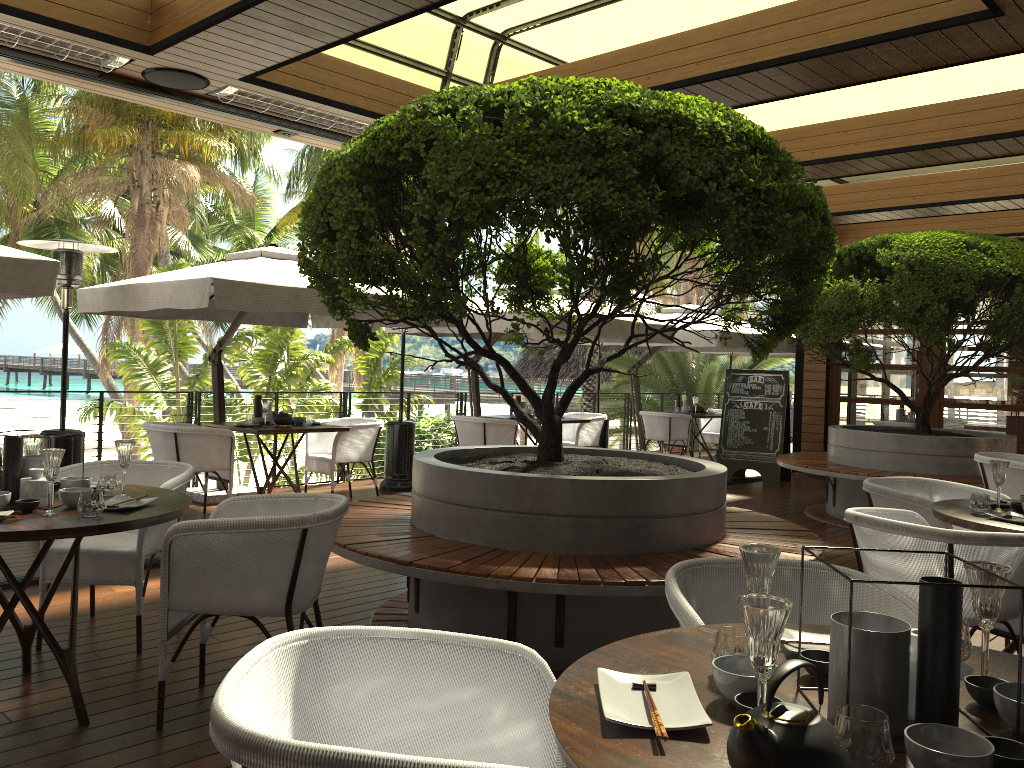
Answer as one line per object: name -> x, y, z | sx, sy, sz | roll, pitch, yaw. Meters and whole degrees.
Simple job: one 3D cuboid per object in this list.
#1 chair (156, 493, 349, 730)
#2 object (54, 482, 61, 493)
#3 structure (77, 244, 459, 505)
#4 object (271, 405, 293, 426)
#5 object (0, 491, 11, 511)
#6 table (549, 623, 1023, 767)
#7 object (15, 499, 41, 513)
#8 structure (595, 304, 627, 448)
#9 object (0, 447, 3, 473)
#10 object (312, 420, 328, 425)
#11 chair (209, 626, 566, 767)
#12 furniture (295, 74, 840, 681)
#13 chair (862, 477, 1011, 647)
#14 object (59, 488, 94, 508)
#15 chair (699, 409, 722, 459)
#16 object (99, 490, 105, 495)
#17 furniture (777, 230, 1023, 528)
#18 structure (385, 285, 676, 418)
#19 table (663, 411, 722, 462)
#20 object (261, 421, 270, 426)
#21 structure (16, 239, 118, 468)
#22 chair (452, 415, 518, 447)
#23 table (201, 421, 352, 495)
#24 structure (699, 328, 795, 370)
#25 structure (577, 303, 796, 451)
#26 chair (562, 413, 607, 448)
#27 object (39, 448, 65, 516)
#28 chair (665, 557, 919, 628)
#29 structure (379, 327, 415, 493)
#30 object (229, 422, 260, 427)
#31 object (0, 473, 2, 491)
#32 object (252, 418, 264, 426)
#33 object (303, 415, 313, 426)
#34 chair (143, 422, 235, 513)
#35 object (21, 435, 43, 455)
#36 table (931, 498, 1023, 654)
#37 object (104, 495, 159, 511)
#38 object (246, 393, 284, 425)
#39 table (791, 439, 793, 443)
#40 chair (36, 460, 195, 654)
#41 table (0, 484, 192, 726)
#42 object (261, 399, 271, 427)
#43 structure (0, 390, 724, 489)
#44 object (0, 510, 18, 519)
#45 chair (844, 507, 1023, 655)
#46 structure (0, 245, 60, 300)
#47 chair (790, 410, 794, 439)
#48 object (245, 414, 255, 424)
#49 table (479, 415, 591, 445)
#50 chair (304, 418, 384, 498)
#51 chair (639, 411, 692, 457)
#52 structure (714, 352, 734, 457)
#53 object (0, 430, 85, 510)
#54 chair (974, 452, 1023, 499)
chair -> -0.950, 0.833, 3.364 | 0.617, 0.788, 0.627 | 2, 0, -1
object -> -1.864, 0.421, 3.582 | 0.080, 0.042, 0.080 | 2, 1, -2
structure -> -2.124, -0.059, 7.770 | 2.414, 2.332, 2.413 | 2, 1, 43
object -> -1.975, 0.271, 7.658 | 0.168, 0.179, 0.163 | 1, 1, -45
object -> -1.837, 0.419, 3.132 | 0.116, 0.065, 0.116 | 2, 1, 26
table -> 0.632, 0.940, 1.476 | 1.165, 0.749, 1.166 | 1, 1, -44
object -> -1.717, 0.434, 3.145 | 0.080, 0.042, 0.080 | 2, 1, -2
structure -> 1.138, 0.042, 11.656 | 0.699, 2.192, 0.699 | 2, 0, 31
object -> -2.089, 0.344, 3.598 | 0.163, 0.179, 0.168 | 2, 1, 3
object -> -1.812, 0.348, 7.999 | 0.295, 0.025, 0.170 | 3, 1, 43
chair -> -0.198, 0.893, 1.550 | 0.617, 0.788, 0.627 | 2, 0, -1
furniture -> 0.252, -0.095, 4.582 | 2.617, 2.722, 2.694 | 2, 1, 34
chair -> 2.183, 0.915, 4.624 | 0.627, 0.788, 0.617 | 2, 0, -26
object -> -1.613, 0.424, 3.280 | 0.116, 0.065, 0.116 | 2, 1, 3
chair -> 3.155, 0.785, 13.230 | 0.627, 0.788, 0.616 | 2, 1, 44
object -> -1.609, 0.433, 3.407 | 0.080, 0.042, 0.080 | 2, 1, 33
furniture -> 3.860, -0.044, 8.301 | 2.569, 2.722, 2.719 | 2, 1, 8
structure -> 0.194, -0.027, 10.225 | 2.414, 2.332, 2.413 | 2, 1, 43
table -> 2.581, 0.795, 12.666 | 0.932, 0.749, 0.931 | 3, 1, 43
object -> -2.093, 0.339, 7.527 | 0.080, 0.042, 0.080 | 2, 1, 5
structure -> -3.440, -0.021, 6.808 | 0.699, 2.192, 0.699 | 2, 0, 31
chair -> -0.324, 0.737, 9.582 | 0.627, 0.788, 0.616 | 2, 1, 44
table -> -2.068, 0.731, 7.743 | 0.932, 0.749, 0.931 | 3, 1, 43
structure -> 4.829, 0.036, 15.134 | 2.414, 2.332, 2.413 | 2, 1, 43
structure -> 2.511, 0.004, 12.679 | 2.414, 2.332, 2.413 | 2, 1, 43
chair -> 0.800, 0.753, 10.737 | 0.627, 0.788, 0.616 | 2, 1, 44
object -> -1.614, 0.343, 3.105 | 0.082, 0.227, 0.082 | 2, 0, -11
chair -> 0.706, 0.909, 2.307 | 0.627, 0.788, 0.617 | 2, 0, -1
structure -> -1.147, 0.010, 9.236 | 0.699, 2.192, 0.699 | 2, 0, 31
object -> -2.239, 0.344, 7.447 | 0.295, 0.025, 0.170 | 3, 1, 43
object -> -2.013, 0.396, 3.468 | 0.086, 0.086, 0.086 | 2, 1, -36
object -> -2.165, 0.324, 7.594 | 0.116, 0.065, 0.116 | 3, 1, 42
object -> -1.792, 0.322, 7.788 | 0.086, 0.086, 0.086 | 1, 1, -42
chair -> -2.629, 0.705, 7.141 | 0.627, 0.788, 0.616 | 2, 1, 44
object -> -1.953, 0.322, 3.601 | 0.082, 0.227, 0.082 | 2, 0, -11
table -> 2.442, 0.957, 3.833 | 1.166, 0.749, 1.166 | 2, 1, 23
object -> -1.455, 0.448, 3.343 | 0.170, 0.025, 0.294 | 2, 1, 4
object -> -2.191, 0.219, 7.866 | 0.263, 0.264, 0.263 | 2, 1, -2
table -> 4.905, 0.827, 15.128 | 0.932, 0.749, 0.931 | 3, 1, 43
chair -> -1.863, 0.786, 4.212 | 0.627, 0.788, 0.617 | 2, 0, -1
table -> -1.837, 0.822, 3.337 | 1.165, 0.749, 1.166 | 1, 1, -41
object -> -2.072, 0.245, 7.448 | 0.082, 0.227, 0.082 | 2, 0, 44
structure -> -3.624, 0.637, 7.819 | 0.163, 1.153, 26.260 | 2, 1, 43
object -> -1.796, 0.444, 2.952 | 0.294, 0.025, 0.170 | 2, 1, -1
chair -> 1.683, 0.918, 3.555 | 0.616, 0.788, 0.627 | 2, 0, -26
structure -> -4.442, -0.091, 5.315 | 2.414, 2.332, 2.413 | 2, 1, 43
chair -> 4.373, 0.801, 14.557 | 0.627, 0.788, 0.616 | 2, 1, 44
object -> -2.259, 0.308, 7.654 | 0.086, 0.086, 0.086 | 1, 1, -42
table -> 0.257, 0.763, 10.205 | 0.932, 0.749, 0.931 | 3, 1, 43
chair -> -1.545, 0.721, 8.253 | 0.627, 0.788, 0.616 | 2, 1, 44
chair -> 2.070, 0.770, 12.118 | 0.627, 0.788, 0.616 | 2, 1, 44
structure -> 3.471, 0.074, 14.127 | 0.699, 2.192, 0.699 | 2, 0, 31
object -> -1.805, 0.317, 3.338 | 0.263, 0.264, 0.263 | 2, 1, -1
chair -> 3.810, 0.932, 6.627 | 0.627, 0.788, 0.617 | 2, 1, -41
